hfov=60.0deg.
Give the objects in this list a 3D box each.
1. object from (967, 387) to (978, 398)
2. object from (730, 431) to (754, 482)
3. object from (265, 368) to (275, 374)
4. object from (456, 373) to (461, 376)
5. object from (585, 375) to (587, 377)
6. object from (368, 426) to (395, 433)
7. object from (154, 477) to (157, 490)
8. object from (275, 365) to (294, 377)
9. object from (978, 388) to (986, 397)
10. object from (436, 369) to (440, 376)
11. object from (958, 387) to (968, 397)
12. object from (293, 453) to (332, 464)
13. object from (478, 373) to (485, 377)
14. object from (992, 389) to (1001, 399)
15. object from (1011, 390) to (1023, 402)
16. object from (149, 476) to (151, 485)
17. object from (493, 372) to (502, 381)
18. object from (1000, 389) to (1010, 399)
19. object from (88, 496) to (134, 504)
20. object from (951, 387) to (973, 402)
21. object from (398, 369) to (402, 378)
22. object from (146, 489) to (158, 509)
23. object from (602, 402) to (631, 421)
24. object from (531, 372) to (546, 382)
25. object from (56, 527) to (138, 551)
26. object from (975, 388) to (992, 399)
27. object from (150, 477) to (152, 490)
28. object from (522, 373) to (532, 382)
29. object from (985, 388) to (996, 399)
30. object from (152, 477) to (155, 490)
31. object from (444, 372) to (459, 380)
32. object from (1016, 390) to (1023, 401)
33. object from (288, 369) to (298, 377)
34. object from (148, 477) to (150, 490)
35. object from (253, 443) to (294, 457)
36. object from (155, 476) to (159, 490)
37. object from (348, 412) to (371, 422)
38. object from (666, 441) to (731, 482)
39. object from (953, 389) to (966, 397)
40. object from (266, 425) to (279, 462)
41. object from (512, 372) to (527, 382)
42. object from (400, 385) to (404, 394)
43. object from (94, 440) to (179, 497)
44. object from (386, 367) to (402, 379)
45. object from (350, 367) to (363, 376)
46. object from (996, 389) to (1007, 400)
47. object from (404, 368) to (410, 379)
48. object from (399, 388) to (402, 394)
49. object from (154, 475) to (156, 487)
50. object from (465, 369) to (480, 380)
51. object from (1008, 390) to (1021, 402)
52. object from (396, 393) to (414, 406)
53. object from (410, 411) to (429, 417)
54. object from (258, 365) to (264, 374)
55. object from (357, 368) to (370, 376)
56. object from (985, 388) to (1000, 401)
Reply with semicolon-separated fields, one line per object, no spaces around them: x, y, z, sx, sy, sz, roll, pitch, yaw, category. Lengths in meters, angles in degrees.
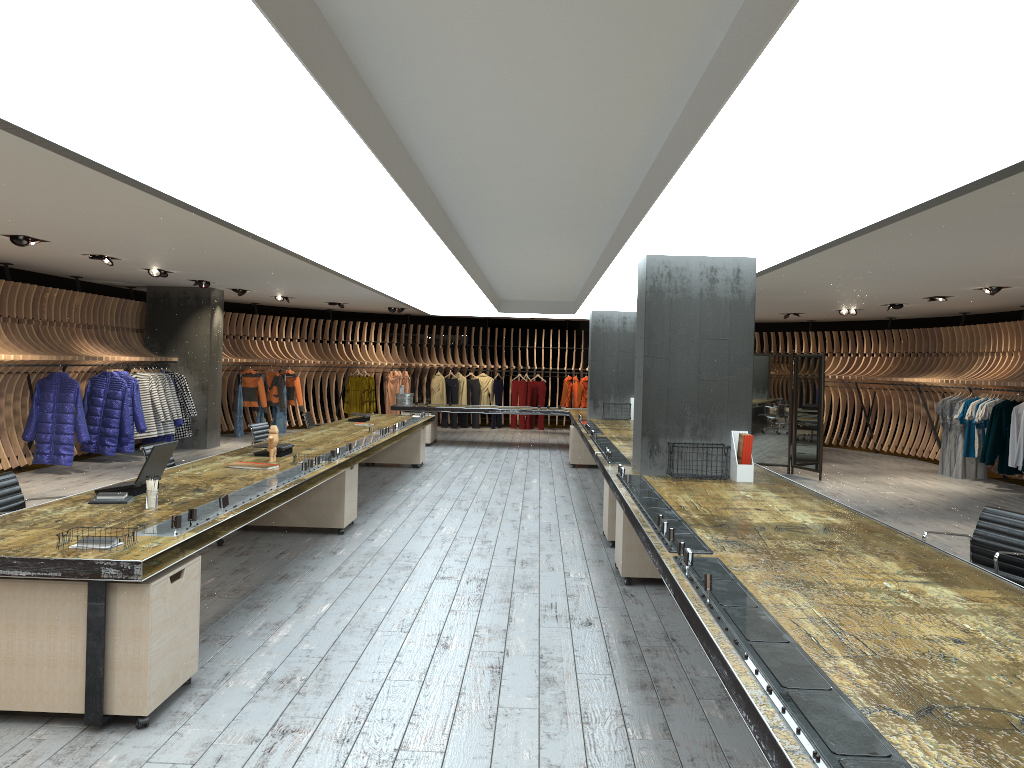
7.321;0.189;14.061;0.525;0.270;0.012;1;0;-13;object
1.836;0.575;7.069;0.129;0.383;0.240;2;1;2;object
-5.056;-0.265;18.561;0.525;0.270;0.012;2;0;22;object
-1.303;-0.231;21.694;0.012;0.270;0.525;1;1;-43;object
1.839;-0.149;21.924;0.012;0.270;0.525;2;1;32;object
-1.552;0.552;10.565;0.302;0.071;0.209;2;1;-4;object
-2.011;0.605;4.986;0.030;0.170;0.007;2;0;-5;object
-4.911;-0.280;18.822;0.549;0.243;0.023;1;1;-22;object
7.309;0.197;13.754;0.525;0.270;0.012;2;1;27;object
-1.779;-0.240;21.514;0.012;0.270;0.525;1;1;-33;object
7.304;0.181;14.371;0.525;0.270;0.012;1;0;-8;object
-1.654;0.625;7.348;0.302;0.074;0.217;2;1;-4;object
-0.709;-0.220;21.856;0.525;0.270;0.012;2;1;27;object
7.298;0.214;13.322;0.524;0.285;0.013;2;0;-3;object
7.285;0.221;12.769;0.525;0.270;0.012;2;0;2;object
-2.042;0.604;5.014;0.030;0.170;0.007;2;0;15;object
-0.337;-0.214;21.925;0.012;0.270;0.525;2;1;27;object
7.260;0.219;13.037;0.524;0.284;0.014;2;0;12;object
-2.340;0.677;5.182;0.213;0.019;0.219;1;1;-13;object
7.307;0.184;14.235;0.525;0.270;0.012;2;0;17;object
-2.698;-0.258;21.059;0.012;0.270;0.525;1;1;-28;object
-2.029;0.649;4.998;0.061;0.111;0.061;2;1;35;object
1.706;0.451;14.424;0.459;0.289;0.330;2;1;4;object
0.645;-0.185;22.011;0.525;0.270;0.012;3;1;42;object
-1.857;0.698;3.979;0.302;0.074;0.217;2;1;-4;object
7.266;0.205;13.622;0.523;0.288;0.015;2;0;12;object
-2.028;0.605;4.976;0.007;0.170;0.030;1;0;-41;object
0.356;-0.193;22.002;0.012;0.270;0.525;1;1;-28;object
7.291;0.202;13.514;0.525;0.270;0.012;2;0;7;object
-2.018;0.605;4.979;0.030;0.170;0.007;2;0;22;object
-1.488;-0.236;21.622;0.525;0.270;0.012;2;1;37;object
7.267;0.223;12.642;0.525;0.270;0.012;2;0;7;object
-4.783;-0.270;19.029;0.525;0.270;0.012;2;1;32;object
-2.037;0.605;4.977;0.007;0.170;0.030;2;0;-14;object
-2.112;0.586;7.869;0.262;0.088;0.373;2;1;2;object
-2.008;0.605;4.995;0.030;0.170;0.007;1;0;-31;object
-2.139;0.467;12.439;0.261;0.111;0.373;2;1;2;object
1.477;0.617;7.024;0.459;0.289;0.330;2;1;-1;object
7.316;0.178;14.516;0.525;0.270;0.012;2;0;17;object
-1.979;0.496;7.326;0.097;0.300;0.320;2;1;-14;object
0.190;-0.198;21.993;0.012;0.270;0.525;1;1;-43;object
-2.039;0.126;17.118;0.262;0.204;0.088;2;1;0;object
-2.339;0.519;5.539;0.365;0.316;0.373;2;1;2;object
-2.799;-0.260;20.994;0.525;0.270;0.012;2;1;37;object
-3.566;-0.265;20.416;0.525;0.270;0.012;2;1;32;object
7.281;0.205;13.208;0.525;0.270;0.012;1;0;-13;object
-2.550;-0.256;21.128;0.012;0.270;0.525;1;1;-33;object
-2.145;0.131;17.035;0.062;0.109;0.062;1;1;-32;object
-2.023;0.604;5.018;0.007;0.170;0.030;1;0;-22;object
-1.007;-0.225;21.768;0.525;0.270;0.012;2;1;27;object
7.275;0.219;12.851;0.525;0.270;0.012;2;0;2;object
-2.080;0.303;17.175;0.303;0.239;0.498;2;1;2;object
-1.455;0.477;13.943;0.302;0.074;0.217;2;1;-4;object
-5.189;-0.276;18.297;0.023;0.243;0.549;2;1;-2;object
-3.431;-0.264;20.539;0.525;0.270;0.012;2;1;32;object
7.311;0.210;13.426;0.523;0.290;0.013;2;0;-3;object
